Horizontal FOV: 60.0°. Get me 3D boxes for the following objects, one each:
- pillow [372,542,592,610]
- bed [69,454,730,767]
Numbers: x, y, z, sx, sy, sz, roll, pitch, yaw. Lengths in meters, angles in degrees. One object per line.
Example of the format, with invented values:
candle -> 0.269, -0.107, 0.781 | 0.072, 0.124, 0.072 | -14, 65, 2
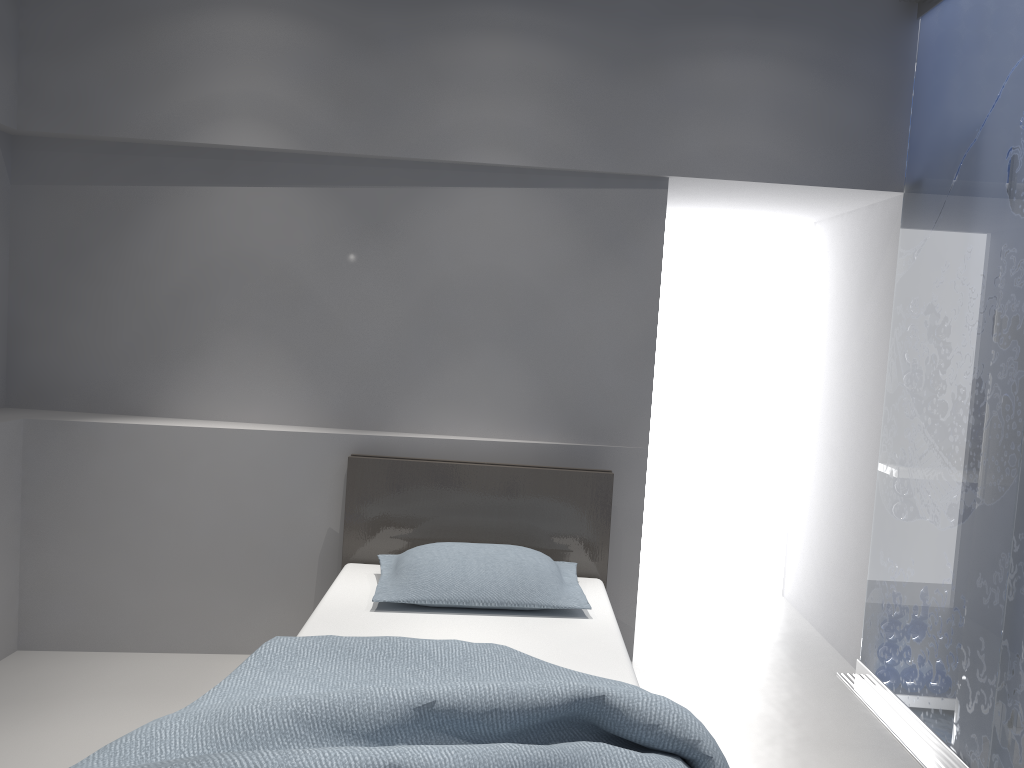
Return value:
pillow -> -0.106, 0.659, 3.089 | 0.746, 0.173, 0.417 | 3, 4, -5
bed -> -0.174, 0.761, 2.378 | 1.411, 0.752, 2.319 | 4, 4, 0
